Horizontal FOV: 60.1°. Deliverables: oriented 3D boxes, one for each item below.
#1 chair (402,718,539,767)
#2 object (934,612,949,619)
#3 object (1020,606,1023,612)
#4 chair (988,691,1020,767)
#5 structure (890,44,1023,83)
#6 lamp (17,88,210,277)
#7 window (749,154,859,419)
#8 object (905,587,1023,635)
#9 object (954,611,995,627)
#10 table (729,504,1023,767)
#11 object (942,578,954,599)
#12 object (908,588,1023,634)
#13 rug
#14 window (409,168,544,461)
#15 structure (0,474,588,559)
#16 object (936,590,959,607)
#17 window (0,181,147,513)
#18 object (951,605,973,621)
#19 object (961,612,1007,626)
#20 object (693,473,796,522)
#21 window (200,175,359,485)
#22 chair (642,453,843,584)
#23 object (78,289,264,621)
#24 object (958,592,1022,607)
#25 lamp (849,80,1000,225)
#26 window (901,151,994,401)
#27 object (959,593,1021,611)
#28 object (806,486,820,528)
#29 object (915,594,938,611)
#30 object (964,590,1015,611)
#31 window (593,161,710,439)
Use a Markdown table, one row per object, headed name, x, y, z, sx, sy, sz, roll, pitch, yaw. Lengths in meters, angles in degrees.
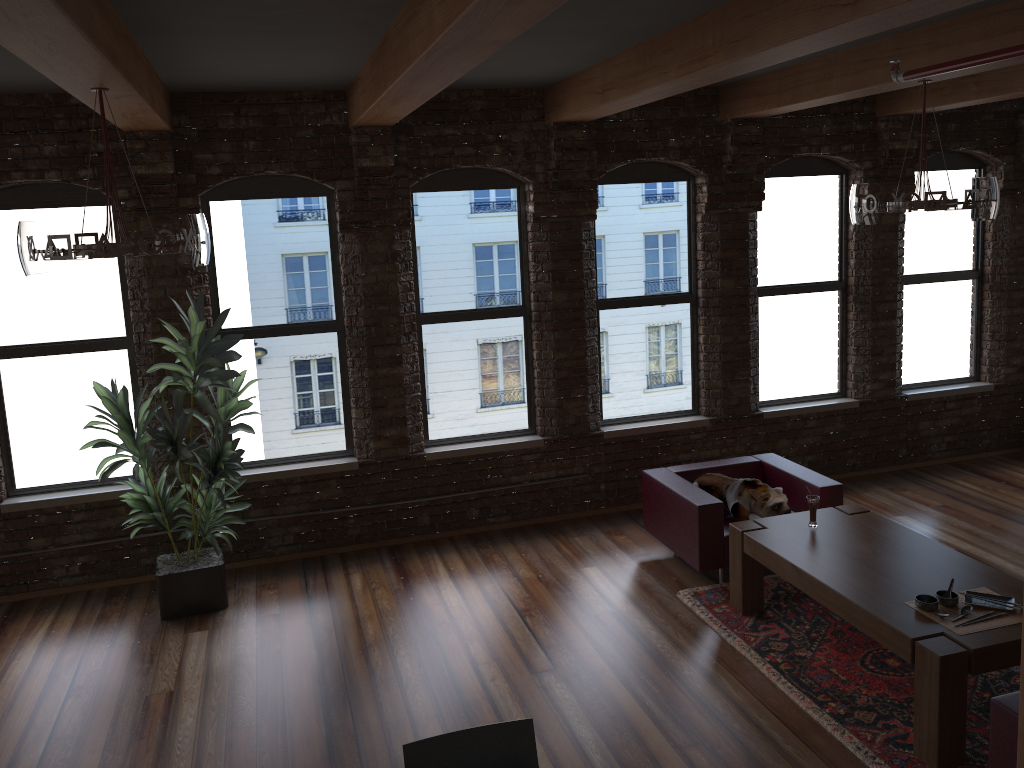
| name | x | y | z | sx | sy | sz | roll | pitch | yaw |
| --- | --- | --- | --- | --- | --- | --- | --- | --- | --- |
| chair | -0.045 | 1.544 | 2.487 | 0.430 | 0.975 | 0.469 | -5 | 9 | -15 |
| object | 1.969 | 1.063 | 4.060 | 0.059 | 0.021 | 0.018 | 3 | 11 | 26 |
| object | 2.357 | 1.038 | 4.088 | 0.059 | 0.021 | 0.018 | -9 | 11 | -29 |
| chair | 2.447 | 1.491 | 3.118 | 1.072 | 0.589 | 0.871 | -6 | 11 | -15 |
| structure | 2.787 | -0.927 | 1.072 | 0.051 | 0.111 | 6.853 | -5 | 11 | -15 |
| lamp | -1.830 | -0.929 | 4.036 | 0.809 | 0.809 | 0.815 | 2 | 11 | 27 |
| window | 2.527 | -0.855 | 7.661 | 0.969 | 2.200 | 0.236 | -5 | 9 | -15 |
| object | 2.147 | 1.052 | 4.128 | 0.469 | 0.001 | 0.355 | -6 | 11 | -15 |
| object | 2.106 | 1.069 | 4.031 | 0.271 | 0.008 | 0.007 | -8 | 11 | -26 |
| table | 2.006 | 1.223 | 4.722 | 0.901 | 0.546 | 1.762 | -6 | 11 | -15 |
| object | 2.081 | 0.987 | 4.221 | 0.045 | 0.079 | 0.138 | 5 | 13 | 39 |
| object | 2.148 | 1.053 | 4.127 | 0.471 | 0.003 | 0.334 | -6 | 11 | -15 |
| rug | 2.038 | 1.497 | 4.720 | 1.345 | 0.009 | 2.478 | -6 | 11 | -15 |
| window | -0.290 | -0.565 | 6.881 | 0.969 | 2.200 | 0.236 | -5 | 9 | -15 |
| structure | -6.010 | 1.337 | 5.324 | 13.730 | 0.311 | 1.643 | -7 | 12 | -22 |
| object | 2.064 | 1.019 | 4.202 | 0.099 | 0.043 | 0.099 | 2 | 12 | 22 |
| window | -3.105 | -0.274 | 6.101 | 0.969 | 2.200 | 0.236 | -5 | 9 | -15 |
| object | 2.061 | 1.052 | 4.065 | 0.154 | 0.030 | 0.045 | -9 | 12 | -31 |
| object | 2.146 | 1.068 | 4.023 | 0.270 | 0.008 | 0.007 | -7 | 11 | -20 |
| object | 1.548 | 0.786 | 6.027 | 0.366 | 0.295 | 0.757 | -12 | 14 | -43 |
| window | -1.697 | -0.420 | 6.491 | 0.969 | 2.200 | 0.236 | -5 | 9 | -15 |
| chair | 1.584 | 0.932 | 6.187 | 1.072 | 0.589 | 0.871 | -6 | 11 | -15 |
| object | -2.207 | 0.431 | 5.824 | 1.080 | 2.089 | 0.973 | -3 | 9 | -2 |
| object | 2.253 | 1.014 | 4.184 | 0.271 | 0.008 | 0.007 | 7 | 13 | 40 |
| lamp | 2.420 | -1.367 | 5.213 | 0.810 | 0.809 | 0.815 | 2 | 11 | 25 |
| window | 3.935 | -1.001 | 8.051 | 0.969 | 2.200 | 0.236 | -5 | 9 | -15 |
| object | 2.241 | 1.019 | 4.158 | 0.007 | 0.008 | 0.271 | -11 | 14 | -40 |
| object | 1.790 | 0.731 | 5.267 | 0.076 | 0.230 | 0.095 | 0 | 9 | 17 |
| object | 1.952 | 1.031 | 4.168 | 0.099 | 0.043 | 0.099 | -1 | 11 | 10 |
| object | 2.252 | 1.027 | 4.178 | 0.213 | 0.018 | 0.155 | 3 | 13 | 29 |
| window | 1.119 | -0.710 | 7.271 | 0.969 | 2.200 | 0.236 | -5 | 9 | -15 |
